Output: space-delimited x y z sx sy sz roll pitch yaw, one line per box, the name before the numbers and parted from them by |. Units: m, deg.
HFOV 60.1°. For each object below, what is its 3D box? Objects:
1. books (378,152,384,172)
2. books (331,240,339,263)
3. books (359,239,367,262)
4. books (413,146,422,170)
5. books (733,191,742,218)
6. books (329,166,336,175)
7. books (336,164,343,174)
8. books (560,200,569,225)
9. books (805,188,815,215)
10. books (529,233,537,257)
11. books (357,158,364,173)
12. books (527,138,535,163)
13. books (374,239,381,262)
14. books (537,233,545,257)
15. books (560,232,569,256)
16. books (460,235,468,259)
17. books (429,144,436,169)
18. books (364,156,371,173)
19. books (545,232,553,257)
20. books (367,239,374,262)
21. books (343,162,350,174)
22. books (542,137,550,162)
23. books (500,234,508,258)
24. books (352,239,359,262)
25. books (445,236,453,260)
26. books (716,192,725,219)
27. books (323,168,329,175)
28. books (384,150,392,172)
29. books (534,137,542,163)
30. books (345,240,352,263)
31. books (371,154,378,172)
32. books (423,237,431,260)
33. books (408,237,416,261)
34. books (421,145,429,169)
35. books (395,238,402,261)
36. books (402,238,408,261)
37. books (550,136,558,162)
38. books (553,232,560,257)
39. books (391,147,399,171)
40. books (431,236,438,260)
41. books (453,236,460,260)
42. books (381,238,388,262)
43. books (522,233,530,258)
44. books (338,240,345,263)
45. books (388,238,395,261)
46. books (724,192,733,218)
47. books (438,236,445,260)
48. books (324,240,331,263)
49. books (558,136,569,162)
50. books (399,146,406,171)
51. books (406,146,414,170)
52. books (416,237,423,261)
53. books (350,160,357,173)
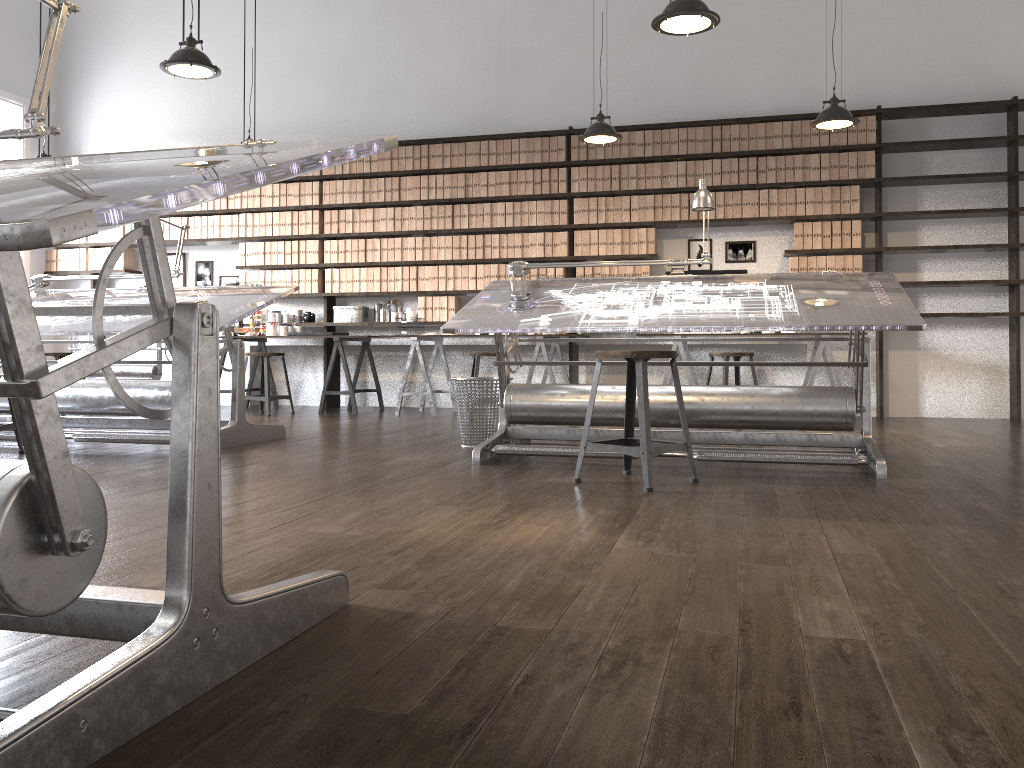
books | -1.171 -2.045 8.157 0.067 0.226 0.174 0 0 15
books | -1.616 -1.219 8.256 0.067 0.226 0.174 0 0 15
books | -1.350 -1.216 8.185 0.067 0.226 0.174 0 0 15
books | -0.835 -2.042 8.068 0.067 0.226 0.174 0 0 15
books | 1.867 -1.470 7.331 0.067 0.226 0.174 0 0 15
books | -1.645 -2.049 8.279 0.067 0.226 0.174 0 0 15
books | -1.576 -2.048 8.260 0.067 0.226 0.174 0 0 15
books | 0.466 -1.477 7.707 0.067 0.226 0.174 0 0 15
books | 2.412 -1.465 7.182 0.067 0.226 0.174 0 0 15
books | 0.206 -1.202 7.770 0.067 0.226 0.174 0 0 15
books | -1.369 -2.047 8.210 0.067 0.226 0.174 0 0 15
books | 0.183 -2.032 7.793 0.067 0.226 0.174 0 0 15
books | -1.209 -1.215 8.148 0.067 0.226 0.174 0 0 15
books | 0.269 -1.201 7.750 0.067 0.226 0.174 0 0 15
books | 0.467 -1.199 7.696 0.067 0.226 0.174 0 0 15
books | -0.407 -1.208 7.935 0.067 0.226 0.174 0 0 15
books | -0.691 -2.040 8.030 0.067 0.226 0.174 0 0 15
books | -1.302 -2.046 8.188 0.067 0.226 0.174 0 0 15
books | 0.338 -1.201 7.736 0.067 0.226 0.174 0 0 15
books | -1.276 -1.216 8.171 0.067 0.226 0.174 0 0 15
books | -1.505 -2.048 8.245 0.067 0.226 0.174 0 0 15
books | 0.313 -2.031 7.759 0.067 0.226 0.174 0 0 15
books | -0.053 -1.205 7.842 0.067 0.226 0.174 0 0 15
books | -1.420 -1.217 8.210 0.067 0.226 0.174 0 0 15
books | -0.539 -1.209 7.966 0.067 0.226 0.174 0 0 15
books | 1.732 -1.471 7.365 0.067 0.226 0.174 0 0 15
books | -1.705 -2.050 8.300 0.067 0.226 0.174 0 0 15
books | -1.108 -2.044 8.135 0.067 0.226 0.174 0 0 15
books | 0.246 -2.032 7.771 0.067 0.226 0.174 0 0 15
books | -1.484 -1.218 8.225 0.067 0.226 0.174 0 0 15
books | -1.232 -2.045 8.171 0.067 0.226 0.174 0 0 15
books | -0.743 -1.211 8.026 0.067 0.226 0.174 0 0 15
books | -0.881 -1.212 8.062 0.067 0.226 0.174 0 0 15
books | -0.764 -2.041 8.044 0.067 0.226 0.174 0 0 15
books | -1.007 -1.213 8.092 0.067 0.226 0.174 0 0 15
books | -0.941 -1.213 8.079 0.067 0.226 0.174 0 0 15
books | 0.381 -2.031 7.741 0.067 0.226 0.174 0 0 15
books | 0.406 -1.200 7.720 0.067 0.226 0.174 0 0 15
books | -1.041 -2.044 8.123 0.067 0.226 0.174 0 0 15
books | -0.675 -1.210 8.010 0.067 0.226 0.174 0 0 15
books | -0.470 -1.208 7.947 0.067 0.226 0.174 0 0 15
books | -1.139 -1.215 8.134 0.067 0.226 0.174 0 0 15
books | 0.145 -1.203 7.787 0.067 0.226 0.174 0 0 15
books | -1.546 -1.218 8.237 0.067 0.226 0.174 0 0 15
books | -1.071 -1.214 8.115 0.067 0.226 0.174 0 0 15
books | 1.800 -1.471 7.350 0.067 0.226 0.174 0 0 15
books | -0.609 -1.210 7.988 0.067 0.226 0.174 0 0 15
books | -1.685 -1.220 8.278 0.067 0.226 0.174 0 0 15
books | 0.449 -2.030 7.719 0.067 0.226 0.174 0 0 15
books | -0.972 -2.043 8.105 0.067 0.226 0.174 0 0 15
books | -0.905 -2.042 8.082 0.067 0.226 0.174 0 0 15
books | -0.812 -1.211 8.041 0.067 0.226 0.174 0 0 15
books | -1.436 -2.047 8.230 0.067 0.226 0.174 0 0 15
